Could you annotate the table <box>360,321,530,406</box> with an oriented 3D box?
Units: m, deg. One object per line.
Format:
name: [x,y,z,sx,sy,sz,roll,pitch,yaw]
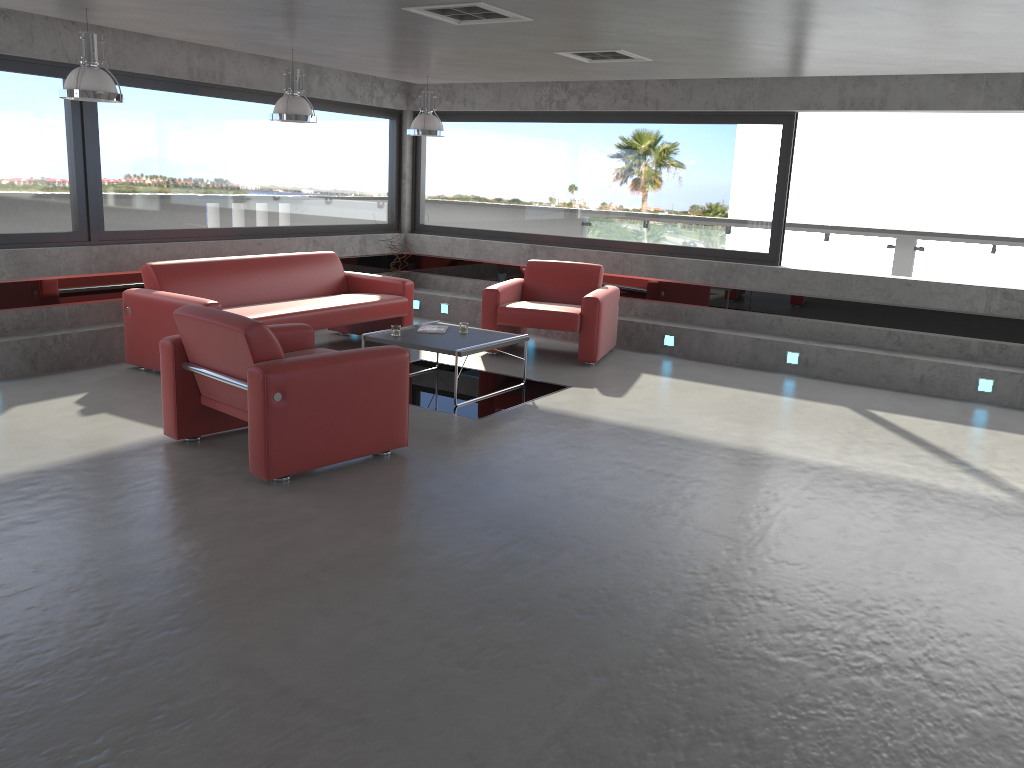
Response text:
table: [-0.544,-0.197,7.334,0.994,0.436,1.018,11,15,31]

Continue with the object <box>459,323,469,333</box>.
object: [-0.405,-0.474,7.473,0.079,0.077,0.079,13,17,39]

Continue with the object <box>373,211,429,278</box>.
object: [-1.309,-1.304,10.058,0.531,1.289,0.466,15,18,43]

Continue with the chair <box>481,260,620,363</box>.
chair: [0.397,-0.768,8.890,1.196,0.854,1.130,7,14,16]

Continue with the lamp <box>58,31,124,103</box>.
lamp: [-2.760,-2.077,5.796,0.389,0.422,0.388,11,15,31]

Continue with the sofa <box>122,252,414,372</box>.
sofa: [-2.083,-0.716,8.160,1.120,0.854,2.626,11,15,31]

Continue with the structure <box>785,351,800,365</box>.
structure: [2.690,-0.248,8.501,0.123,0.123,0.004,11,15,31]

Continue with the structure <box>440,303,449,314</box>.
structure: [-0.808,-0.902,10.617,0.123,0.123,0.004,11,15,31]

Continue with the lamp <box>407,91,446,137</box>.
lamp: [-0.841,-2.678,8.782,0.388,0.422,0.389,8,14,20]

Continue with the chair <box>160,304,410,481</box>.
chair: [-1.373,-0.066,5.499,1.196,0.854,1.130,14,17,40]

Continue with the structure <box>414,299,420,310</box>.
structure: [-1.174,-0.970,10.839,0.123,0.123,0.004,11,15,31]

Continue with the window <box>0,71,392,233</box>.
window: [-3.564,-2.006,7.839,0.003,1.364,7.800,11,15,31]

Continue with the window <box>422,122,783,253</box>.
window: [0.752,-2.309,10.028,4.583,1.364,0.003,11,15,31]

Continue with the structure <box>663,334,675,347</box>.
structure: [1.621,-0.447,9.148,0.123,0.123,0.004,11,15,31]

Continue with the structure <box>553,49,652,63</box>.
structure: [0.700,-2.604,6.716,0.563,0.240,0.563,11,15,31]

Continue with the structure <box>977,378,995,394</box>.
structure: [4.088,0.014,7.656,0.123,0.123,0.004,11,15,31]

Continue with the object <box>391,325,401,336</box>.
object: [-0.940,-0.433,7.186,0.079,0.077,0.079,6,13,14]

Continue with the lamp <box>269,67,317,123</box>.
lamp: [-1.801,-2.377,7.289,0.389,0.422,0.388,11,15,31]

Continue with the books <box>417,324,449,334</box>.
books: [-0.670,-0.470,7.527,0.228,0.022,0.326,3,13,2]

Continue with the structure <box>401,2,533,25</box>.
structure: [-0.254,-2.305,5.232,0.563,0.240,0.563,11,15,31]
